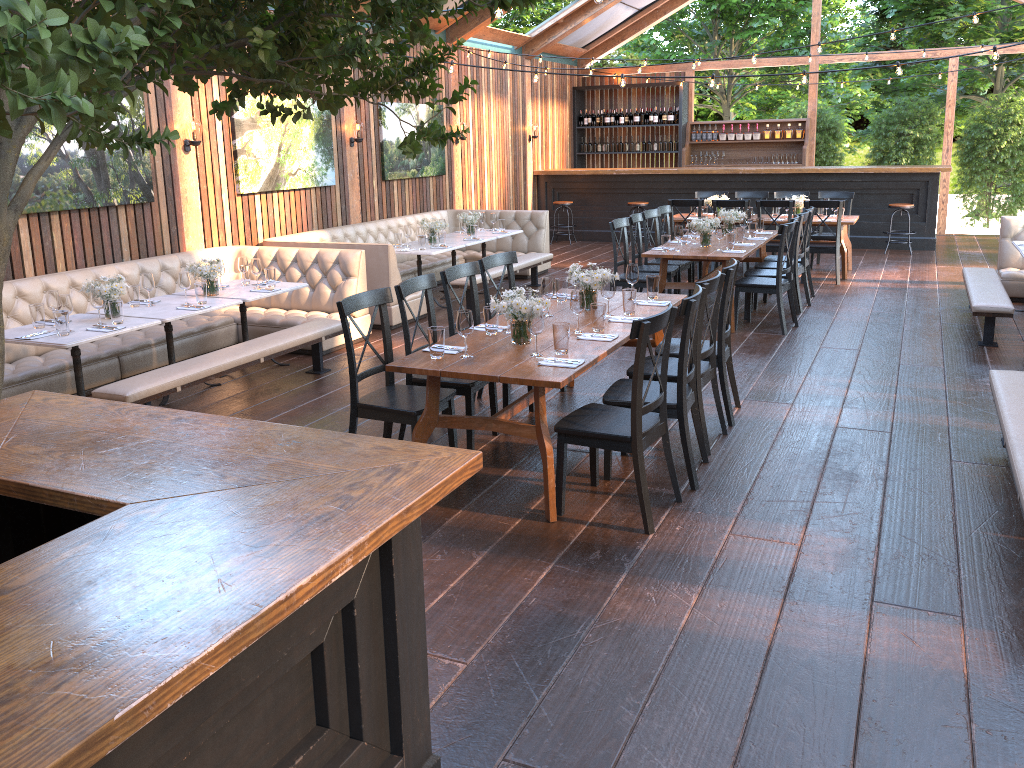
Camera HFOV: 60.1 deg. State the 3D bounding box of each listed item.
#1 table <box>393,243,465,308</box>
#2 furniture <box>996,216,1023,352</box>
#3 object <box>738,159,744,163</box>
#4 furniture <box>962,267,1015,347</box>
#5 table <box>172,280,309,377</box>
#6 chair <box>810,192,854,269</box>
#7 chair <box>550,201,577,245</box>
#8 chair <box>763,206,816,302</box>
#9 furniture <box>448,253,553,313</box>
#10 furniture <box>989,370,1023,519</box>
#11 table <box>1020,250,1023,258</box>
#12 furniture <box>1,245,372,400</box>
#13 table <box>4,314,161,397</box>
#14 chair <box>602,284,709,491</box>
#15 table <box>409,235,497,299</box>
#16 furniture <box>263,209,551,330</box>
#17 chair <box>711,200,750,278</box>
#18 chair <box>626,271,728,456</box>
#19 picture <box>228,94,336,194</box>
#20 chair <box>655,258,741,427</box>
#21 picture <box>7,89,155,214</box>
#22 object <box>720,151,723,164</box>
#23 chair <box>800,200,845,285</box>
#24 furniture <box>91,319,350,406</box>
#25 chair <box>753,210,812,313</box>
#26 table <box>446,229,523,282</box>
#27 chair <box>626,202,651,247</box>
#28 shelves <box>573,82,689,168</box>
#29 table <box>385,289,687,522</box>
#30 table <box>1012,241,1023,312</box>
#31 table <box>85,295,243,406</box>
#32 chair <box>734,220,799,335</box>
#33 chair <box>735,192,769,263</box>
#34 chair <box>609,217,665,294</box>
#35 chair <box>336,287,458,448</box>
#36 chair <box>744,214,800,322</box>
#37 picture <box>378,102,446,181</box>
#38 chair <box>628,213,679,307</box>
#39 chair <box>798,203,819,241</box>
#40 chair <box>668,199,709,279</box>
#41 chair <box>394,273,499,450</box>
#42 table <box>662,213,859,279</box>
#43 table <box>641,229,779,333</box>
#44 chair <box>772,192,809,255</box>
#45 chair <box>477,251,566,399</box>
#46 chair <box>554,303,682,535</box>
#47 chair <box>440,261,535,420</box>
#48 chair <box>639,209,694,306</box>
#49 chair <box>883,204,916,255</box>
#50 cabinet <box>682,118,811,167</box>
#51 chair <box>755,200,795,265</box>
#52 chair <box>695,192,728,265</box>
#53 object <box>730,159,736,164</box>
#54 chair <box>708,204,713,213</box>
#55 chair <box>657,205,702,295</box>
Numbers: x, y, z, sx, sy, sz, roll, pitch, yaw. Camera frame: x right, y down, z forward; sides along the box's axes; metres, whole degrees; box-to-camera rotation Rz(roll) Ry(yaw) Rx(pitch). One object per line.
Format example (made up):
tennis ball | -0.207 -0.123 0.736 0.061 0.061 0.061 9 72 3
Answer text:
table | -1.038 -1.204 9.974 0.800 0.663 0.809 5 15 23
furniture | 5.450 -0.887 7.908 1.713 0.847 4.212 5 17 24
object | 4.340 -4.213 16.753 0.124 0.095 0.126 2 15 13
furniture | 4.471 -0.760 8.388 0.313 0.393 2.359 5 16 24
table | -2.239 -0.468 7.408 0.800 0.663 0.809 5 15 23
chair | 4.385 -2.107 12.129 0.479 1.006 0.546 6 15 29
chair | 0.908 -2.855 15.675 0.469 0.725 0.473 7 15 31
chair | 3.103 -1.457 9.883 0.540 1.006 0.483 4 14 24
furniture | -0.085 -1.219 10.450 0.313 0.393 2.359 5 16 24
furniture | 2.592 0.392 4.373 0.313 0.393 2.359 5 16 24
table | 5.094 -0.829 8.077 0.800 0.663 0.809 5 15 24
furniture | -2.979 -0.392 6.846 1.713 0.847 4.212 5 17 24
table | -2.917 -0.052 5.959 0.800 0.663 0.809 5 15 23
chair | 0.789 -0.011 4.840 0.540 1.006 0.483 3 13 19
table | -0.699 -1.412 10.698 0.800 0.663 0.809 5 15 24
furniture | -1.099 -1.545 10.865 1.713 0.847 4.212 5 17 24
chair | 2.842 -1.888 11.470 0.478 1.006 0.546 3 13 19
chair | 1.000 -0.156 5.349 0.541 1.006 0.483 5 14 27
picture | -2.479 -2.644 9.731 0.065 0.984 1.671 4 15 24
chair | 1.233 -0.299 5.846 0.540 1.006 0.483 3 13 19
picture | -3.634 -1.932 7.249 0.065 0.984 1.671 4 15 24
object | 4.028 -4.338 16.959 0.092 0.241 0.093 -1 12 0
chair | 3.861 -1.785 11.009 0.478 1.006 0.546 3 13 19
furniture | -1.964 -0.067 6.435 0.313 0.393 2.359 5 16 24
chair | 2.876 -1.313 9.383 0.541 1.006 0.483 6 15 30
table | -0.360 -1.620 11.423 0.800 0.663 0.809 5 15 23
chair | 2.152 -2.730 15.112 0.468 0.725 0.474 0 13 8
shelves | 2.340 -4.482 17.569 2.207 2.791 0.508 5 13 24
table | 0.306 -0.010 5.418 0.952 0.719 2.463 5 16 24
table | 5.433 -1.037 8.802 0.800 0.663 0.809 5 15 23
table | -2.578 -0.260 6.684 0.800 0.663 0.809 5 15 24
chair | 2.415 -1.029 8.392 0.541 1.006 0.482 7 15 32
chair | 3.366 -2.209 12.590 0.478 1.006 0.546 4 14 24
chair | 1.258 -1.144 8.909 0.540 1.006 0.483 4 14 24
chair | -0.628 0.013 4.879 0.540 1.006 0.483 4 14 24
chair | 2.625 -1.176 8.908 0.540 1.006 0.483 4 14 21
picture | -1.345 -3.344 12.170 0.065 0.984 1.671 4 15 24
chair | 1.492 -1.287 9.407 0.540 1.006 0.483 3 13 19
chair | 4.639 -2.480 13.986 0.471 0.725 0.471 -13 17 -40
chair | 2.333 -1.939 11.700 0.478 1.006 0.546 4 14 24
chair | -0.395 -0.130 5.377 0.540 1.006 0.483 3 13 19
table | 3.336 -1.884 11.951 2.435 0.720 0.962 6 16 24
table | 2.182 -1.160 9.425 0.952 0.719 2.463 5 16 24
chair | 3.876 -2.158 12.359 0.478 1.006 0.546 3 13 19
chair | 0.071 -0.416 6.372 0.541 1.006 0.483 6 14 29
chair | 0.523 0.129 4.358 0.541 1.006 0.483 6 14 29
chair | -0.162 -0.273 5.874 0.540 1.006 0.483 4 14 24
chair | 1.724 -1.429 9.904 0.541 1.006 0.483 6 14 29
chair | 5.883 -2.354 13.423 0.468 0.725 0.474 1 13 12
cabinet | 4.385 -3.922 16.724 2.279 2.065 0.500 5 14 24
chair | 3.352 -1.836 11.239 0.478 1.006 0.546 4 14 24
chair | 2.857 -2.260 12.820 0.478 1.006 0.546 3 13 19
object | 4.181 -4.212 16.765 0.124 0.095 0.125 9 17 35
chair | 3.395 -2.605 14.549 0.468 0.725 0.474 -1 13 0
chair | 1.957 -1.572 10.402 0.540 1.006 0.483 4 14 24
